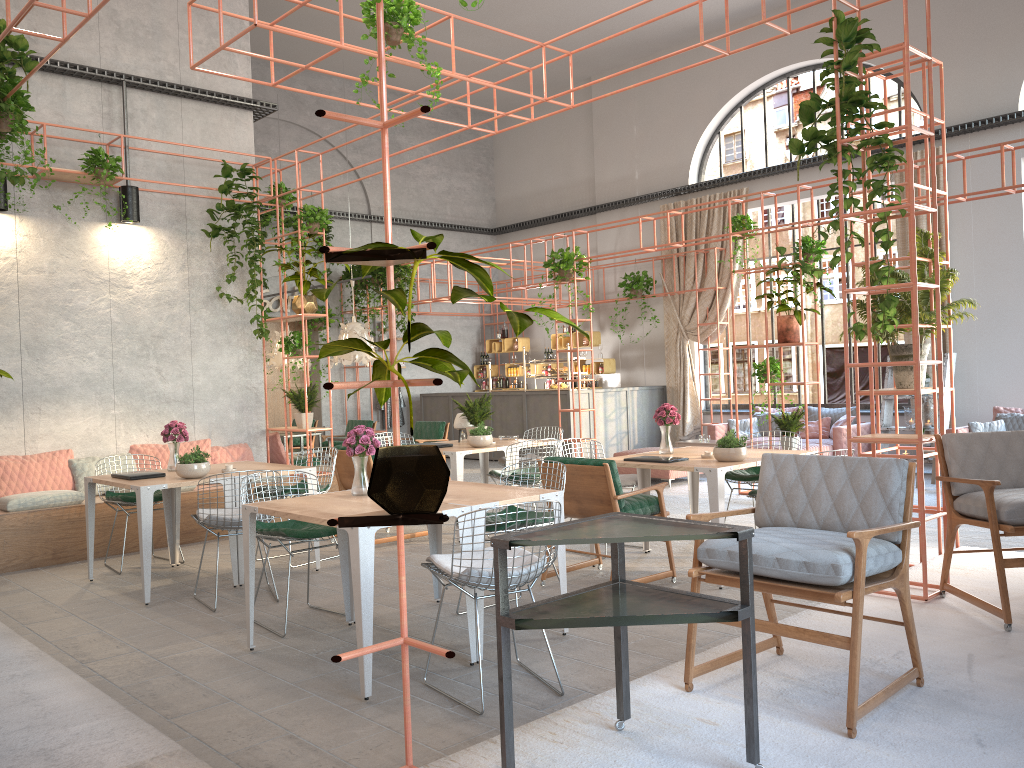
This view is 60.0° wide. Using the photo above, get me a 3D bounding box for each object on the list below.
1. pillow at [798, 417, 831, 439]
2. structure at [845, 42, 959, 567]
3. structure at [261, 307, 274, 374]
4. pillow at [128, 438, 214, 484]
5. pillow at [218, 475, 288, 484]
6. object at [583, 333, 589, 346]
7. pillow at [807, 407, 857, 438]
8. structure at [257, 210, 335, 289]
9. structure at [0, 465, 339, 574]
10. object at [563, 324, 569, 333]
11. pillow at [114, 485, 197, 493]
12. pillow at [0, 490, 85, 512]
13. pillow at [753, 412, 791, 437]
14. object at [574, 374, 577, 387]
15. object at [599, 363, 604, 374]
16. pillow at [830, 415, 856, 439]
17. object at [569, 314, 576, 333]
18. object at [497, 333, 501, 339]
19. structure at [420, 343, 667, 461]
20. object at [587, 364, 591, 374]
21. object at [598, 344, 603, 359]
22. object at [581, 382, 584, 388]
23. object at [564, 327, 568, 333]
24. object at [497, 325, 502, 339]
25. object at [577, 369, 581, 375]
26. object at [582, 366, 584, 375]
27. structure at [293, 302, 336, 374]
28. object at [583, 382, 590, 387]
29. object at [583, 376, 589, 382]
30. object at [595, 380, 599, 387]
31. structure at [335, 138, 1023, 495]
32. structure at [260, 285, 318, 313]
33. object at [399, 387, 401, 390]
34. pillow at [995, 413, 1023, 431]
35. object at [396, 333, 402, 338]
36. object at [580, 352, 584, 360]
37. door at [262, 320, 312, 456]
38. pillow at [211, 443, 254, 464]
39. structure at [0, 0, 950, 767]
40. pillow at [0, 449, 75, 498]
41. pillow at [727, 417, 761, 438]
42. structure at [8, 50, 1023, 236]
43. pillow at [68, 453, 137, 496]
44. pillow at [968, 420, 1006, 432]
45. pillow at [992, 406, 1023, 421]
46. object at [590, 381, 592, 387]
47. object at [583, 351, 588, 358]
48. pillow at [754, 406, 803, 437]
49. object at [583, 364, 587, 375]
[{"bbox_3d":[4.437,0.651,13.047,0.479,0.317,0.441,-2,1,29],"label":"pillow"},{"bbox_3d":[2.724,-0.449,6.181,0.624,3.602,0.424,-3,1,-43],"label":"structure"},{"bbox_3d":[-4.643,-0.910,15.606,0.921,1.527,0.950,-2,0,-9],"label":"structure"},{"bbox_3d":[-3.561,0.834,9.250,0.839,0.474,0.276,-2,1,-22],"label":"pillow"},{"bbox_3d":[-2.776,0.989,9.457,0.637,0.149,0.491,-3,1,-42],"label":"pillow"},{"bbox_3d":[1.401,-0.834,16.731,0.137,0.261,0.137,-2,0,-7],"label":"object"},{"bbox_3d":[4.711,0.574,13.141,0.273,0.476,0.836,-3,1,-42],"label":"pillow"},{"bbox_3d":[-4.064,-2.385,15.964,0.856,1.514,1.939,-2,1,41],"label":"structure"},{"bbox_3d":[-5.122,1.365,10.804,4.386,0.500,5.831,-3,1,-43],"label":"structure"},{"bbox_3d":[1.054,-1.127,17.204,0.134,0.301,0.134,-2,1,36],"label":"object"},{"bbox_3d":[-3.520,1.023,8.765,0.637,0.149,0.491,-3,1,-42],"label":"pillow"},{"bbox_3d":[-4.288,1.058,8.052,0.637,0.149,0.491,-3,1,-42],"label":"pillow"},{"bbox_3d":[3.985,0.627,13.721,0.289,0.385,0.666,-3,1,-42],"label":"pillow"},{"bbox_3d":[1.208,-0.078,17.089,0.074,0.287,0.072,-2,0,-11],"label":"object"},{"bbox_3d":[1.672,-0.291,16.364,0.131,0.207,0.131,-2,0,2],"label":"object"},{"bbox_3d":[4.703,0.625,12.678,0.308,0.349,0.495,-2,0,7],"label":"pillow"},{"bbox_3d":[1.156,-1.171,17.039,0.134,0.386,0.134,-2,1,36],"label":"object"},{"bbox_3d":[-0.269,-0.997,18.373,0.088,0.123,0.088,-2,0,13],"label":"object"},{"bbox_3d":[0.515,0.333,16.854,2.579,2.022,4.057,-3,1,-43],"label":"structure"},{"bbox_3d":[1.431,-0.275,16.561,0.069,0.191,0.069,-2,1,-26],"label":"object"},{"bbox_3d":[1.650,-0.606,16.539,0.075,0.273,0.075,-2,1,36],"label":"object"},{"bbox_3d":[1.310,0.012,16.732,0.115,0.107,0.115,-2,1,44],"label":"object"},{"bbox_3d":[1.036,-1.035,16.966,0.088,0.123,0.088,-2,0,13],"label":"object"},{"bbox_3d":[-0.251,-1.089,18.612,0.134,0.301,0.134,-2,1,36],"label":"object"},{"bbox_3d":[1.259,-0.270,16.747,0.069,0.191,0.069,-2,1,-31],"label":"object"},{"bbox_3d":[1.370,-0.275,16.850,0.069,0.191,0.069,-2,0,-3],"label":"object"},{"bbox_3d":[-3.704,-0.933,16.536,0.950,1.527,0.921,-3,1,-44],"label":"structure"},{"bbox_3d":[1.398,0.009,16.637,0.115,0.107,0.115,-2,0,14],"label":"object"},{"bbox_3d":[1.400,-0.096,16.727,0.115,0.107,0.115,-2,0,13],"label":"object"},{"bbox_3d":[1.596,-0.011,16.720,0.073,0.131,0.073,-2,1,40],"label":"object"},{"bbox_3d":[2.962,-0.532,12.730,4.157,4.247,14.689,-3,1,-43],"label":"structure"},{"bbox_3d":[-4.109,-1.546,16.046,1.312,0.505,0.063,-3,1,-43],"label":"structure"},{"bbox_3d":[-2.231,0.094,17.694,0.033,0.146,0.070,-2,0,18],"label":"object"},{"bbox_3d":[6.388,0.557,11.130,0.289,0.385,0.666,-3,1,-42],"label":"pillow"},{"bbox_3d":[-2.286,-0.960,17.601,0.263,0.101,0.013,-3,1,-43],"label":"object"},{"bbox_3d":[1.320,-0.539,16.714,0.083,0.159,0.083,-2,0,2],"label":"object"},{"bbox_3d":[-4.513,0.156,16.606,1.360,2.729,0.551,-3,1,-43],"label":"door"},{"bbox_3d":[-3.103,0.861,9.704,0.289,0.385,0.666,-2,1,43],"label":"pillow"},{"bbox_3d":[-3.670,-0.805,8.758,4.501,4.345,14.096,-3,1,-44],"label":"structure"},{"bbox_3d":[-4.529,0.878,8.411,0.276,0.474,0.839,-2,1,38],"label":"pillow"},{"bbox_3d":[3.606,0.691,13.690,0.500,0.324,0.307,-2,0,-8],"label":"pillow"},{"bbox_3d":[-0.806,-3.224,8.922,15.603,0.110,15.203,-3,1,-43],"label":"structure"},{"bbox_3d":[-4.042,0.904,8.832,0.289,0.385,0.666,-2,1,43],"label":"pillow"},{"bbox_3d":[6.010,0.621,11.099,0.500,0.324,0.307,-2,0,-8],"label":"pillow"},{"bbox_3d":[6.507,0.520,11.222,0.276,0.474,0.839,-3,1,-42],"label":"pillow"},{"bbox_3d":[1.495,-0.006,16.618,0.073,0.131,0.073,-2,1,40],"label":"object"},{"bbox_3d":[1.382,-0.541,16.648,0.083,0.159,0.083,-2,0,2],"label":"object"},{"bbox_3d":[4.103,0.590,13.813,0.276,0.474,0.839,-3,1,-42],"label":"pillow"},{"bbox_3d":[1.370,-0.274,16.627,0.069,0.191,0.069,-2,0,-7],"label":"object"}]
